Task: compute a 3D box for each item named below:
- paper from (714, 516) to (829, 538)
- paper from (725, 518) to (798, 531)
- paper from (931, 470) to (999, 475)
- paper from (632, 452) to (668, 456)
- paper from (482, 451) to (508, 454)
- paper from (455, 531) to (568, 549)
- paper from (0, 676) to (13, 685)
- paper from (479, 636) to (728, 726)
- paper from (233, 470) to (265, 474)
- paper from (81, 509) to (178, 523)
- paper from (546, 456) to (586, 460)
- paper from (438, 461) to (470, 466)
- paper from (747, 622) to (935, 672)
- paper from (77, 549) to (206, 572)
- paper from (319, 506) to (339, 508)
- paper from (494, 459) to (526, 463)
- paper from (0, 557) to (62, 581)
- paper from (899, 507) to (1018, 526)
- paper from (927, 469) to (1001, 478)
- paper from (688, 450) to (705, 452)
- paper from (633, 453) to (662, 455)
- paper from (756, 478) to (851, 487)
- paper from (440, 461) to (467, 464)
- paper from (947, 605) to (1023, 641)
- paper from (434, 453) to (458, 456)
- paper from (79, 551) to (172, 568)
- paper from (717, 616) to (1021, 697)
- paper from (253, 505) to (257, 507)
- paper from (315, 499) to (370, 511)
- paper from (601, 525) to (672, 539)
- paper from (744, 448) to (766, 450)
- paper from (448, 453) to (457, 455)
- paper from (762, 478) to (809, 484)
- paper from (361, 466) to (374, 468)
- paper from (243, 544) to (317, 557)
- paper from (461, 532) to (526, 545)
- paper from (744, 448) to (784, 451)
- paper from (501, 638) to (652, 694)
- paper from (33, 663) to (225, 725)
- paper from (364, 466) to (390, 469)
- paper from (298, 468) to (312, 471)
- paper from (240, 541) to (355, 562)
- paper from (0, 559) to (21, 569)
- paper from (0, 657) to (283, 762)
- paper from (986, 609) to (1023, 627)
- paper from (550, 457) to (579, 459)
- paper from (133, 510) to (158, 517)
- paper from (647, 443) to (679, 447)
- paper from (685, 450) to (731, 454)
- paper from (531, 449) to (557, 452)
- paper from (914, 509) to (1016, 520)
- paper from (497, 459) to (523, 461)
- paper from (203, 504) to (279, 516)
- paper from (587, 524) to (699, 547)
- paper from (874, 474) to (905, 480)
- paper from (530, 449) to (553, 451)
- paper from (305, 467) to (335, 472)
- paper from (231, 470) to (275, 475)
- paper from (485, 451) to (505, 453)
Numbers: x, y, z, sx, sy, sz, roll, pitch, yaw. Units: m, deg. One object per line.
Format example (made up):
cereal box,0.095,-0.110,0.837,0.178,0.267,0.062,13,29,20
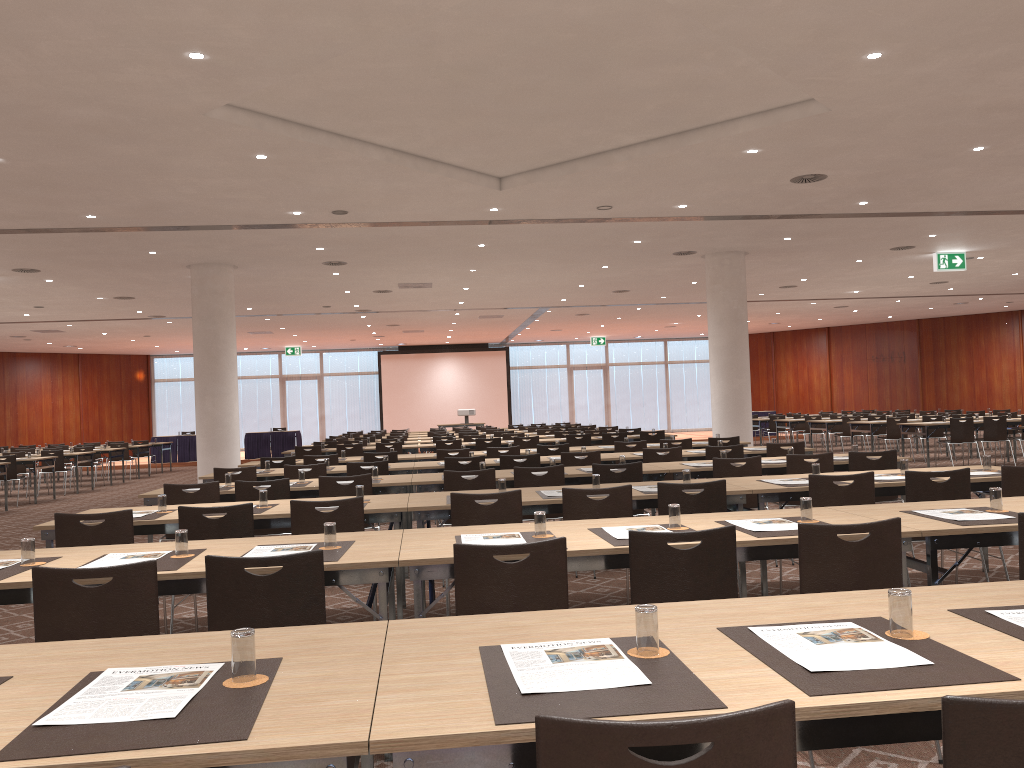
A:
paper,1.266,0.667,4.157,0.460,0.003,0.565,-2,-1,-6
paper,1.216,0.667,4.217,0.283,0.006,0.398,-2,-1,-6
paper,3.286,0.641,6.427,0.283,0.006,0.398,-2,-1,-8
paper,1.649,0.807,10.207,0.460,0.003,0.565,-2,-1,-7
paper,-0.161,0.927,12.059,0.460,0.003,0.565,-2,-1,-7
paper,-0.019,0.715,4.012,0.460,0.003,0.565,-2,-1,-6
paper,-1.433,0.717,1.874,0.460,0.003,0.565,-2,-1,-3
paper,0.171,0.656,2.009,0.460,0.003,0.565,-2,-1,-5
paper,-2.916,0.976,9.831,0.283,0.006,0.398,-2,-1,-3
paper,-2.481,0.858,5.763,0.460,0.003,0.565,-2,-1,-7
paper,0.663,0.844,10.125,0.460,0.003,0.565,-2,-1,-6
paper,-0.597,0.891,9.977,0.460,0.003,0.565,-2,-1,-9
paper,0.779,0.631,2.151,0.283,0.006,0.398,-2,-1,-5
paper,-1.629,0.776,3.865,0.460,0.003,0.565,-2,-1,-7
paper,-1.236,0.810,5.970,0.283,0.006,0.398,-2,-1,-8
paper,0.034,0.867,10.040,0.460,0.003,0.565,-2,-1,-4
paper,-2.290,0.801,3.807,0.460,0.003,0.565,-2,-1,-4
paper,2.219,0.631,4.249,0.460,0.003,0.565,-2,-1,-4
paper,3.357,0.641,6.379,0.460,0.003,0.565,-2,-1,-3
paper,2.225,0.783,10.339,0.283,0.006,0.398,-2,-1,-5
paper,1.579,0.807,10.254,0.283,0.006,0.398,-2,-1,-4
paper,2.044,0.689,6.238,0.460,0.003,0.565,-2,-1,-6
paper,-0.666,0.892,10.054,0.283,0.006,0.398,-2,-1,-8
paper,1.456,0.609,2.191,0.460,0.003,0.565,-2,-1,-4
paper,-0.818,0.951,11.976,0.460,0.003,0.565,-2,-1,-2
paper,-1.706,0.777,3.932,0.283,0.006,0.398,-2,-1,-5
paper,0.803,0.633,2.104,0.460,0.003,0.565,-2,-1,-6
paper,-1.879,0.834,5.909,0.283,0.006,0.398,-2,-1,-7
paper,-1.200,0.811,5.915,0.460,0.003,0.565,-2,-1,-5
paper,0.593,0.690,4.151,0.283,0.006,0.398,-2,-1,-5
paper,2.903,0.758,10.411,0.283,0.006,0.398,-2,-1,-4
paper,-0.880,0.951,12.033,0.283,0.006,0.398,-2,-1,-6
paper,1.971,0.690,6.298,0.283,0.006,0.398,-2,-1,-5
paper,-1.649,0.929,9.950,0.283,0.006,0.398,-2,-1,-6
paper,-1.044,0.751,3.973,0.283,0.006,0.398,-2,-1,-4
paper,-0.090,0.716,4.089,0.283,0.006,0.398,-2,-1,-5
paper,2.920,0.759,10.321,0.460,0.003,0.565,-2,-1,-5
paper,0.136,0.655,2.086,0.283,0.006,0.398,-2,-1,-7
paper,-0.843,0.692,2.002,0.283,0.006,0.398,-2,-1,-4
paper,-1.593,0.929,9.883,0.460,0.003,0.565,-2,-1,-9
paper,-2.310,0.953,9.887,0.283,0.006,0.398,-2,-1,-5
paper,-0.965,0.751,3.947,0.460,0.003,0.565,-2,-1,-3
paper,-2.339,0.800,3.870,0.283,0.006,0.398,-2,-1,-4
paper,-0.769,0.692,1.930,0.460,0.003,0.565,-2,-1,-8
paper,1.437,0.607,2.221,0.283,0.006,0.398,-2,-1,-3
paper,0.603,0.844,10.170,0.283,0.006,0.398,-2,-1,-6
paper,-2.523,0.858,5.839,0.283,0.006,0.398,-2,-1,-4
paper,2.091,0.842,12.257,0.460,0.003,0.565,-2,-1,-2
paper,2.310,0.783,10.302,0.460,0.003,0.565,-2,-1,-7
paper,0.498,0.902,12.101,0.460,0.003,0.565,-2,-1,-5
paper,2.178,0.630,4.296,0.283,0.006,0.398,-2,-1,-6
paper,-0.027,0.868,10.122,0.283,0.006,0.398,-2,-1,-2
paper,-1.833,0.835,5.877,0.460,0.003,0.565,-2,-1,-3
paper,0.630,0.691,4.083,0.460,0.003,0.565,-2,-1,-7
paper,2.637,0.665,6.350,0.283,0.006,0.398,-2,-1,-9
paper,0.410,0.903,12.182,0.283,0.006,0.398,-2,-1,-5
paper,-2.216,0.952,9.834,0.460,0.003,0.565,-2,-1,-6
paper,-2.884,0.978,9.781,0.460,0.003,0.565,-2,-1,-7
paper,-0.233,0.927,12.113,0.283,0.006,0.398,-2,-1,-7
